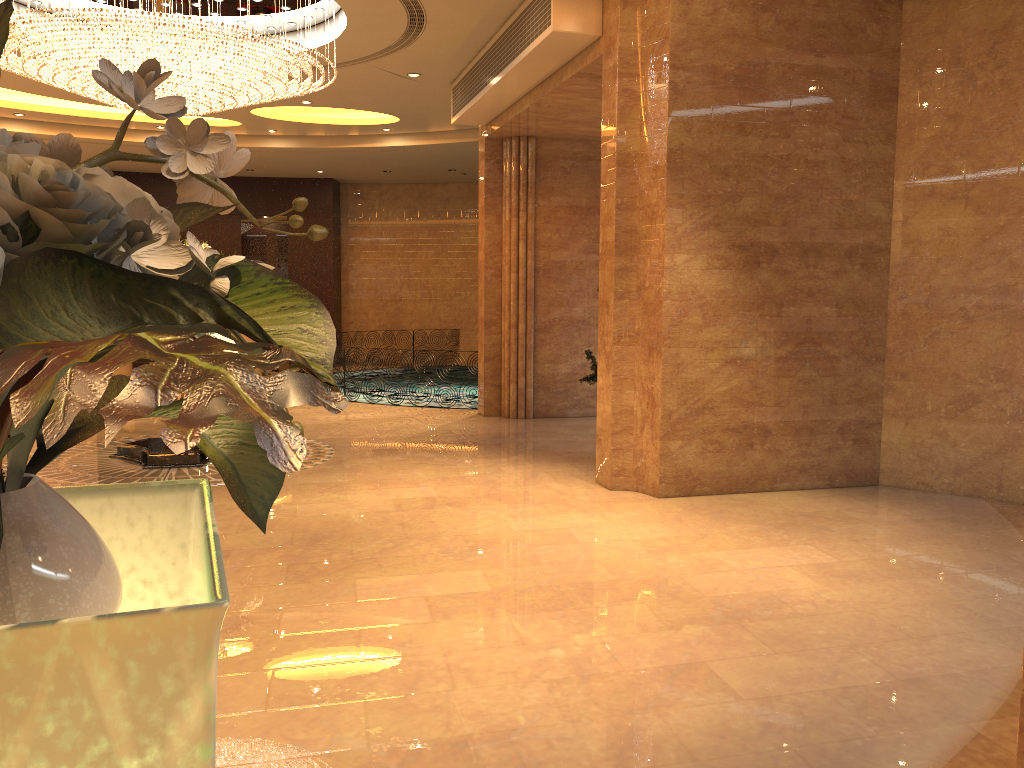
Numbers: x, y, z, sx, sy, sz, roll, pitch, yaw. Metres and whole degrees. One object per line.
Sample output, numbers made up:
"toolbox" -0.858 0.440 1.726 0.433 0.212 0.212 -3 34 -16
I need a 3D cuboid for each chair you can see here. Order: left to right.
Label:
"chair" -7.069 -0.487 15.526 0.769 0.916 0.951 0 6 0
"chair" -6.385 -0.591 16.590 0.769 0.916 0.951 0 6 -5
"chair" -4.924 -0.497 15.775 0.951 0.916 0.769 -2 6 -20
"chair" -4.292 -0.696 17.761 0.769 0.916 0.951 -5 8 -40

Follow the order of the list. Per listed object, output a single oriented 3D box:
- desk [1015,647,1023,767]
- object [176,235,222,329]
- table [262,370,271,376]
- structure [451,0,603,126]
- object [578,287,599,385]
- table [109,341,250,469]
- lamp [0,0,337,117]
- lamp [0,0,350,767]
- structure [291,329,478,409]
"desk" 3.080 0.735 3.088 1.570 1.155 5.227 5 8 39
"object" -3.189 -0.873 8.426 1.277 0.999 1.318 2 6 15
"table" -5.246 -0.353 17.096 1.196 0.354 1.196 2 6 12
"structure" -0.009 -3.274 9.103 0.425 0.483 4.113 -1 6 -15
"object" 1.359 -0.466 8.777 1.250 2.363 0.843 -4 7 -34
"table" -3.223 0.161 8.557 1.493 1.089 1.493 -2 6 -22
"lamp" -3.254 -3.109 8.205 3.206 1.196 3.204 3 6 22
"lamp" -0.422 0.168 0.661 0.577 0.925 0.542 -1 6 -13
"structure" -1.983 -0.361 16.076 3.815 0.995 7.624 1 6 3
